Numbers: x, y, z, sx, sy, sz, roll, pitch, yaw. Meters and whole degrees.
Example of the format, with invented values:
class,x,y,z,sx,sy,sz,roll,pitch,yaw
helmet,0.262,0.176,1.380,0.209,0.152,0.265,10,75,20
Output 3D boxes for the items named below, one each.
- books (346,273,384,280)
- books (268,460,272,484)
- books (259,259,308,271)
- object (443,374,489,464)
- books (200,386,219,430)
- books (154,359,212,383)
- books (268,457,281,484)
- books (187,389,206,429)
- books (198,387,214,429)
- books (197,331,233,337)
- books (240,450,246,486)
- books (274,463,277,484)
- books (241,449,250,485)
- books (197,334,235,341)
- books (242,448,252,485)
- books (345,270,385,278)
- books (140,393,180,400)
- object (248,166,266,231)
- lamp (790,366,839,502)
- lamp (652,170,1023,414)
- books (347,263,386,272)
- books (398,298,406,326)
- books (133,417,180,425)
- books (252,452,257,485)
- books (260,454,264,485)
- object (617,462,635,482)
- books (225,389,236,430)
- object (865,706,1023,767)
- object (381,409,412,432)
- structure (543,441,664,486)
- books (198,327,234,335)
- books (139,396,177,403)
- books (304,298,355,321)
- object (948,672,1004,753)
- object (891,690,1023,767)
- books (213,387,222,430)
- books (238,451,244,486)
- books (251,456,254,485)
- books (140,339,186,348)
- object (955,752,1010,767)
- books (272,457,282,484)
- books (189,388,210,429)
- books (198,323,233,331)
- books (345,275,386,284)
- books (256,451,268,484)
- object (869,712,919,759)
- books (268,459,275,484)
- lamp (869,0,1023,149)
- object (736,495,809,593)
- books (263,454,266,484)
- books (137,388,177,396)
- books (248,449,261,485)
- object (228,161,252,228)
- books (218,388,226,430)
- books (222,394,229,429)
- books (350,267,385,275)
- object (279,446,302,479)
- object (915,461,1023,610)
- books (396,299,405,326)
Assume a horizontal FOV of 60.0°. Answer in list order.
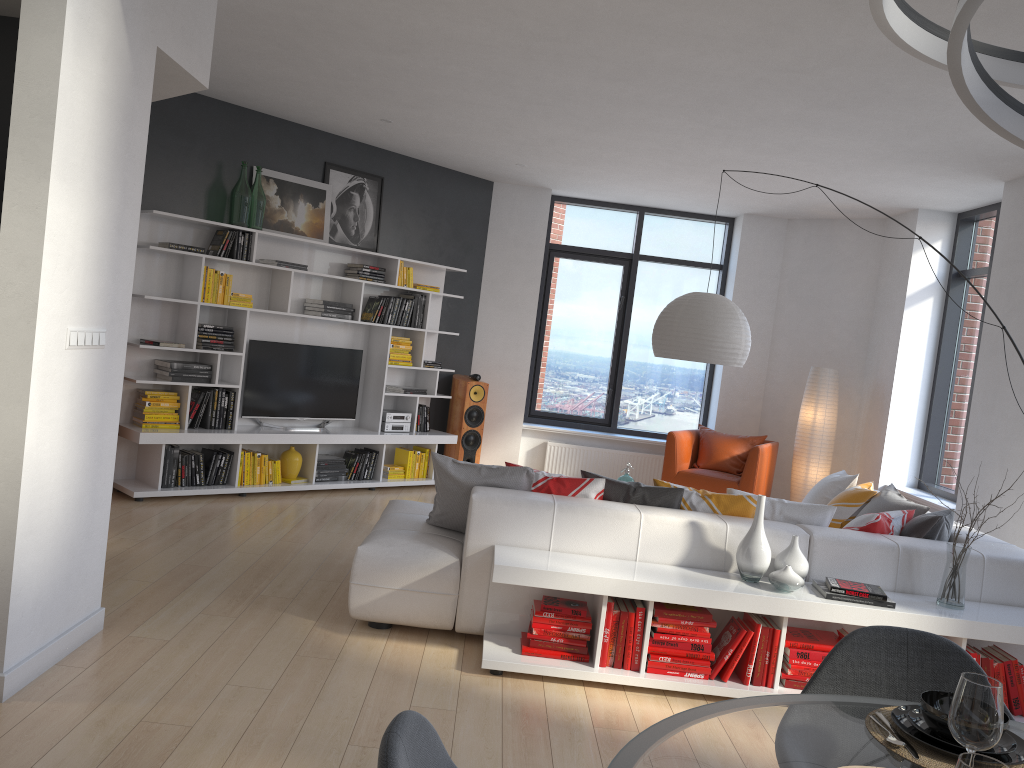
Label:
class,x,y,z,sx,sy,sz,roll,pitch,yaw
books,-1.278,-0.934,7.731,0.189,0.020,0.264,10,4,42
books,-1.972,0.696,7.114,0.138,0.188,0.056,10,4,44
books,-1.842,-0.956,7.139,0.250,0.047,0.310,9,4,39
object,-0.486,0.424,8.680,0.290,1.088,0.434,5,3,-31
books,-2.345,0.178,6.831,0.237,0.314,0.034,10,4,44
books,-2.477,-0.096,6.673,0.277,0.137,0.343,10,4,44
books,-1.924,0.697,7.158,0.067,0.193,0.148,4,4,-45
books,-2.458,0.184,6.733,0.232,0.284,0.142,10,4,44
books,-2.365,0.185,6.805,0.213,0.301,0.028,10,4,44
books,-2.297,-0.386,6.775,0.264,0.020,0.189,4,4,-43
books,-2.150,0.642,6.940,0.213,0.271,0.048,10,4,44
books,-1.932,0.711,7.130,0.113,0.169,0.049,10,4,43
books,-2.130,0.649,6.970,0.198,0.258,0.066,10,4,44
books,-2.296,-0.360,6.774,0.284,0.030,0.214,5,4,-38
books,-2.108,0.647,6.991,0.202,0.267,0.038,10,4,44
books,-1.287,-0.962,7.746,0.284,0.030,0.214,4,4,-43
books,-2.611,0.089,6.571,0.234,0.024,0.171,4,4,-42
object,-2.001,-1.449,6.935,0.157,0.507,0.157,5,4,-32
lamp,2.902,0.641,8.059,0.502,1.550,0.804,4,4,-41
lamp,2.216,0.174,4.787,3.199,2.647,0.710,9,4,35
books,-1.269,-1.014,7.733,0.209,0.030,0.266,9,4,37
books,-1.049,-0.652,7.987,0.192,0.254,0.075,10,4,43
books,-2.634,0.273,6.561,0.269,0.025,0.213,4,4,-43
books,-2.072,0.657,7.010,0.180,0.252,0.041,10,4,44
books,-2.026,0.667,7.045,0.169,0.240,0.043,10,4,43
object,0.712,0.667,6.187,0.330,0.265,0.330,8,3,23
books,-2.251,0.193,6.928,0.230,0.297,0.051,10,4,44
object,0.896,0.721,1.767,0.360,0.002,0.360,10,4,41
object,-1.112,0.335,8.083,0.270,0.174,0.285,10,4,44
structure,1.062,0.906,9.164,1.474,0.460,0.110,7,3,-1
books,-2.304,-0.413,6.791,0.284,0.030,0.214,5,4,-38
books,-2.623,0.112,6.569,0.238,0.023,0.167,5,3,-30
books,-1.549,-0.632,7.524,0.277,0.137,0.343,9,4,39
object,0.784,0.610,1.510,0.083,0.220,0.083,5,3,-29
object,0.900,0.682,1.776,0.258,0.074,0.258,6,3,-21
books,-2.324,0.174,6.857,0.237,0.326,0.026,10,4,44
books,-2.162,0.642,6.898,0.204,0.270,0.029,10,4,44
books,-2.085,0.670,6.993,0.156,0.230,0.042,10,4,42
books,-2.561,-0.297,6.505,0.266,0.030,0.209,9,4,37
object,0.606,0.606,1.166,0.083,0.220,0.083,9,3,27
books,-1.913,0.697,7.181,0.046,0.193,0.149,4,4,-45
books,-2.409,0.186,6.757,0.210,0.289,0.100,10,4,43
books,-2.281,-0.438,6.771,0.246,0.026,0.180,5,4,-39
books,-1.278,-0.909,7.731,0.284,0.030,0.214,4,4,-43
books,-2.009,0.668,7.105,0.172,0.235,0.056,10,4,43
object,0.887,0.712,1.766,0.309,0.015,0.206,7,3,3
books,-1.953,0.699,7.124,0.134,0.187,0.046,10,4,44
lamp,1.252,-2.545,1.059,1.000,4.513,1.000,7,3,1
object,1.202,0.717,4.057,0.316,0.398,0.319,8,3,23
books,-2.024,0.668,7.076,0.171,0.235,0.043,10,4,42
books,-2.632,0.061,6.579,0.234,0.024,0.171,4,4,-42
books,-2.061,0.657,7.036,0.185,0.252,0.055,10,4,42
object,-2.069,-1.449,6.784,0.157,0.507,0.157,5,4,-32
books,-2.304,0.181,6.879,0.239,0.315,0.034,10,4,44
books,-2.279,0.203,6.899,0.200,0.272,0.028,10,4,44
books,-1.262,-0.986,7.728,0.246,0.026,0.180,4,4,-43
object,-1.819,0.642,7.283,0.185,0.257,0.185,8,3,21
object,2.075,0.654,3.984,0.406,0.744,0.607,9,4,39
books,-1.047,-0.643,7.953,0.069,0.242,0.172,4,4,-45
